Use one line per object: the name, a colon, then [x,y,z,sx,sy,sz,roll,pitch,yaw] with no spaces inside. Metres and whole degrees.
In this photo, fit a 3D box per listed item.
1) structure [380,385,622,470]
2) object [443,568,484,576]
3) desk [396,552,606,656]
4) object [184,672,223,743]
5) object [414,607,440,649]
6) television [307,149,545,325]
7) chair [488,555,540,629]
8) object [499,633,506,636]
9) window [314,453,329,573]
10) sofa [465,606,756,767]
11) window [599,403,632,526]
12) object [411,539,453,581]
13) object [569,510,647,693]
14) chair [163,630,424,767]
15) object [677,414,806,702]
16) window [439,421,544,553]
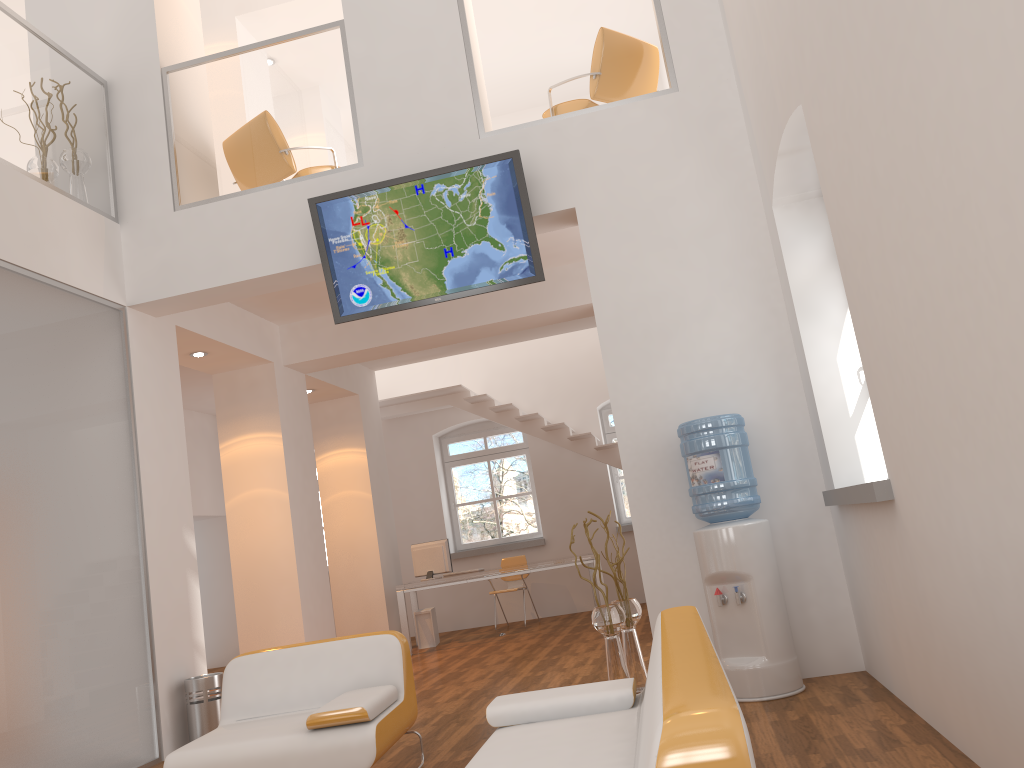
structure: [0.357,1.228,10.072,4.630,3.042,3.450,-11,-10,9]
object: [-0.568,2.208,10.416,0.467,0.031,0.200,-13,-11,19]
desk: [-0.089,2.475,10.102,2.239,0.750,1.092,-9,-10,-1]
object: [-2.016,2.163,5.862,0.248,0.450,0.248,-2,-13,-36]
object: [-0.986,2.833,10.299,0.200,0.422,0.474,-9,-10,-1]
television: [-0.549,-0.914,5.608,1.388,0.803,0.266,-11,-10,9]
chair: [-0.007,2.586,11.048,0.495,0.829,0.464,-14,-11,24]
object: [-0.110,2.857,10.110,0.054,0.035,0.115,-13,-11,19]
window: [-2.618,1.826,12.698,1.308,1.737,0.142,-11,-10,9]
sofa: [0.191,1.070,2.413,0.825,0.661,2.010,-11,-10,8]
window: [1.939,0.955,11.941,1.308,1.737,0.142,-11,-10,9]
object: [-0.953,2.010,10.087,0.516,0.418,0.245,-17,-13,39]
object: [0.654,1.324,5.478,0.284,1.112,0.655,-15,-12,30]
chair: [-0.968,1.553,4.051,0.923,0.661,0.825,-10,-10,4]
object: [1.228,0.926,4.869,0.436,1.490,0.436,-8,-10,-5]
window: [-0.284,1.380,12.310,1.308,1.737,0.142,-11,-10,9]
